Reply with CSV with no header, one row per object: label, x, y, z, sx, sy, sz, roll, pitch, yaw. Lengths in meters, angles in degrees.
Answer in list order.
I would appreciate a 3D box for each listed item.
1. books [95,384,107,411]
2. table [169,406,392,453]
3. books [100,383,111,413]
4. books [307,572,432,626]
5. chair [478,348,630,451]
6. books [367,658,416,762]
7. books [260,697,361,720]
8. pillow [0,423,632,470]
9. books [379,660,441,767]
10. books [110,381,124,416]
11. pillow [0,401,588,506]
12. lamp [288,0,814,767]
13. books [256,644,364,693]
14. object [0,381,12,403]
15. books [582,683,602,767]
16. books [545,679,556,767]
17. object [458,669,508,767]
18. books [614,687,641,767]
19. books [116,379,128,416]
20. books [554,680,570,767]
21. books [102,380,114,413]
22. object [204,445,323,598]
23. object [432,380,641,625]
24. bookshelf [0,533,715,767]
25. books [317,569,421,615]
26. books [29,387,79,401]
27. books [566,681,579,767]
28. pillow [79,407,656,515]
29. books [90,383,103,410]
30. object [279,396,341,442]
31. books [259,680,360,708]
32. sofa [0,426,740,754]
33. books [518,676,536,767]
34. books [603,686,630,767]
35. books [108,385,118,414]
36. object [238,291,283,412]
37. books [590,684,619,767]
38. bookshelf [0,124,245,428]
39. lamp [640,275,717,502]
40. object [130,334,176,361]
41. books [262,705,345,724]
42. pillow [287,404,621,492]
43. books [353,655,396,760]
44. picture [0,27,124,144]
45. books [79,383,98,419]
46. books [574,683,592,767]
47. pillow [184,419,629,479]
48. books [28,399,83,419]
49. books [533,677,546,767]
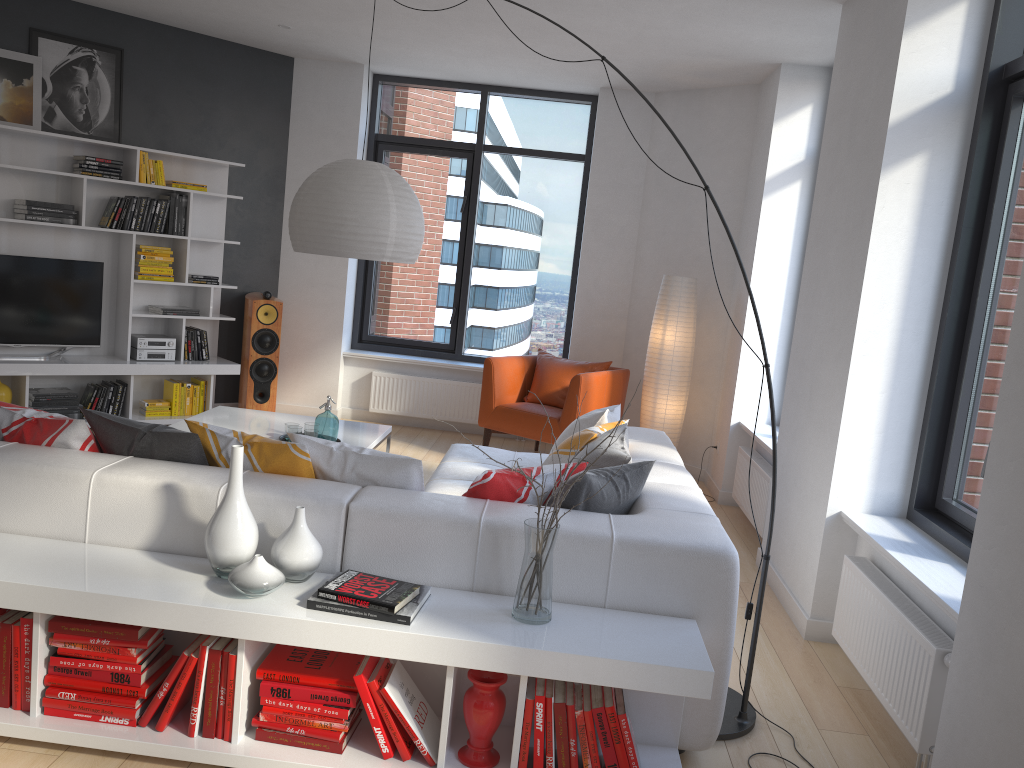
books,-3.047,0.125,6.506,0.081,0.233,0.169,-1,11,-43
table,-1.339,0.481,4.993,1.091,0.435,1.091,7,8,3
books,-3.013,0.124,6.519,0.069,0.242,0.172,-1,10,-41
books,-0.409,0.621,2.584,0.300,0.026,0.245,7,8,8
chair,0.339,0.203,6.844,0.896,0.858,0.843,11,9,34
books,-0.343,0.948,2.602,0.148,0.232,0.171,7,8,4
books,-0.582,0.914,2.626,0.261,0.027,0.191,7,8,7
pillow,-0.926,0.301,3.580,2.953,0.453,0.647,5,8,-9
books,-0.288,0.961,2.600,0.186,0.223,0.188,7,8,3
books,-2.964,0.113,6.595,0.084,0.249,0.191,-1,10,-42
pillow,-0.853,0.384,3.251,2.250,0.449,0.575,6,8,0
lamp,0.311,-0.214,3.241,3.199,2.647,0.710,12,10,38
books,-0.580,0.840,2.657,0.301,0.032,0.227,7,8,3
object,-3.521,0.092,6.061,0.185,0.257,0.185,10,9,25
books,0.233,1.014,2.566,0.083,0.233,0.178,7,8,3
books,0.111,0.988,2.563,0.056,0.262,0.185,7,8,3
object,-0.084,0.966,2.576,0.125,0.258,0.125,3,8,-20
books,0.340,1.026,2.574,0.103,0.230,0.173,7,8,3
books,-2.938,0.108,6.617,0.066,0.260,0.197,-1,10,-42
books,0.147,0.995,2.571,0.076,0.252,0.199,7,8,3
books,-3.012,0.112,6.553,0.075,0.254,0.192,-1,11,-43
object,-0.748,0.390,2.632,0.316,0.398,0.319,10,9,26
object,0.117,0.326,2.490,0.406,0.744,0.607,13,10,42
bookshelf,-0.766,0.843,2.633,2.600,0.500,0.356,7,8,3
books,-0.409,0.598,2.556,0.238,0.027,0.188,8,8,16
books,-3.305,0.073,6.345,0.250,0.047,0.310,13,11,43
books,0.175,1.003,2.559,0.066,0.247,0.175,7,8,3
pillow,-0.526,0.395,3.240,2.120,0.436,0.608,6,8,-2
books,-3.080,0.123,6.495,0.096,0.234,0.187,-1,10,-41
object,-1.079,0.182,4.783,0.330,0.265,0.330,10,9,27
books,-0.579,0.879,2.638,0.279,0.039,0.206,6,8,2
sofa,-0.919,0.509,4.099,3.424,0.732,2.614,6,8,3
books,0.043,0.985,2.562,0.026,0.250,0.168,6,8,2
books,0.307,1.010,2.571,0.116,0.255,0.198,7,8,3
books,-2.989,0.119,6.567,0.068,0.243,0.179,-1,11,-43
object,-2.092,-0.239,7.334,0.290,1.088,0.434,2,9,-27
books,0.274,1.010,2.570,0.119,0.249,0.187,7,8,3
bookshelf,-3.351,-0.694,6.088,3.000,2.052,0.455,-1,10,-42
lamp,1.243,0.001,6.479,0.502,1.550,0.804,0,10,-37
object,-2.761,-0.279,6.780,0.285,0.174,0.270,-1,10,-42
books,-0.594,0.938,2.625,0.236,0.023,0.178,7,8,3
pillow,-0.081,0.336,3.998,0.580,0.456,2.156,10,9,28
books,-0.389,0.933,2.609,0.134,0.248,0.192,6,8,3
picture,-3.327,-2.084,6.068,1.279,0.707,0.076,-1,10,-42
books,-3.102,0.124,6.469,0.104,0.234,0.182,-1,10,-42
books,0.209,1.013,2.564,0.081,0.230,0.165,7,8,3
pillow,-0.295,0.364,3.763,2.095,0.440,0.630,0,10,-40
books,-3.296,0.167,6.345,0.277,0.137,0.343,13,10,42
books,0.081,0.979,2.567,0.050,0.268,0.198,6,8,3
